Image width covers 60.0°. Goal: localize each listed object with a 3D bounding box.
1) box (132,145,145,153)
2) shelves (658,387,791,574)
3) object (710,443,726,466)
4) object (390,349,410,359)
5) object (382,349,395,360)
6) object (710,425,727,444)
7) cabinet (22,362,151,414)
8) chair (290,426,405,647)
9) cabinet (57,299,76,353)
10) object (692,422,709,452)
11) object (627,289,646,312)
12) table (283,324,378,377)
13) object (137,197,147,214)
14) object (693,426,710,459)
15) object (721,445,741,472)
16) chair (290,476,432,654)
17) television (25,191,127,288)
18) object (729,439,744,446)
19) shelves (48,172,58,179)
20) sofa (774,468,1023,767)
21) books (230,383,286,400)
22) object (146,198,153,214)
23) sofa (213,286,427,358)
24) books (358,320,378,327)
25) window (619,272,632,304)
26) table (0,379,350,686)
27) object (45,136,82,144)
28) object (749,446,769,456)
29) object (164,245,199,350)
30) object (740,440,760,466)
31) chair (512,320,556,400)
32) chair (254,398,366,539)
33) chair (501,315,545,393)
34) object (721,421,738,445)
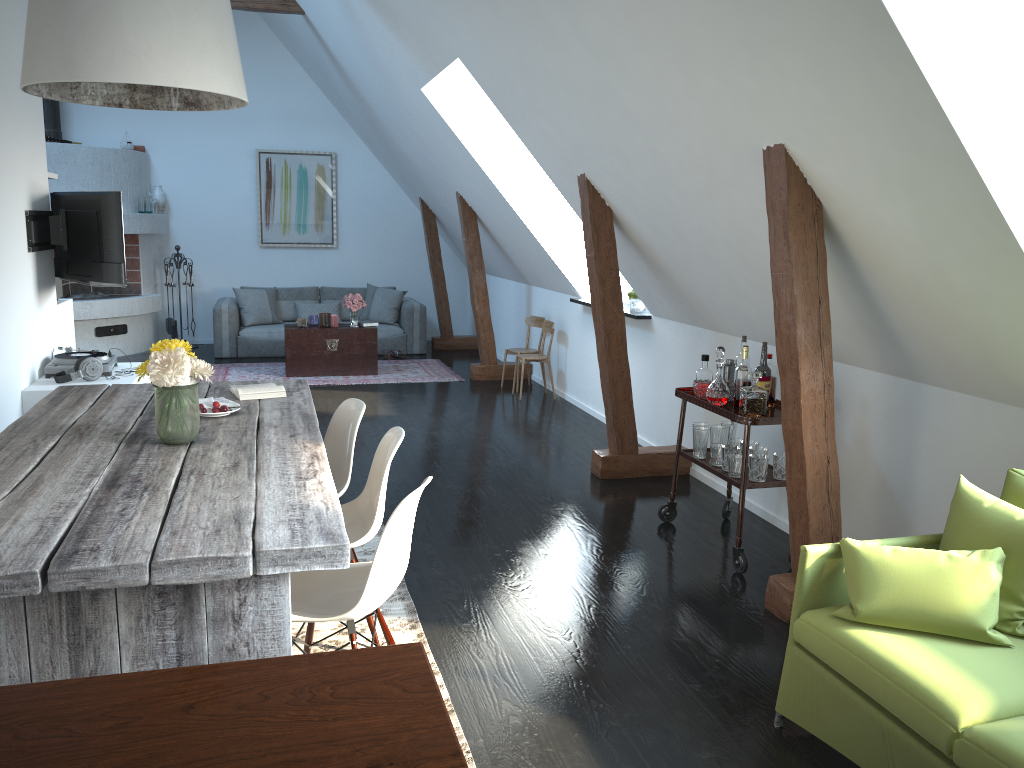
[{"bbox_3d":[-4.479,-2.783,10.508,0.229,0.078,0.127,-2,11,-15],"label":"box"},{"bbox_3d":[1.125,0.443,4.414,0.438,0.732,0.803,-2,11,-19],"label":"shelves"},{"bbox_3d":[1.028,0.354,4.413,0.092,0.099,0.092,-7,13,-37],"label":"object"},{"bbox_3d":[-1.297,-0.352,10.360,0.277,0.090,0.101,7,12,31],"label":"object"},{"bbox_3d":[-1.440,-0.341,10.287,0.101,0.090,0.277,-4,11,-27],"label":"object"},{"bbox_3d":[1.062,0.296,4.583,0.087,0.155,0.087,-8,14,-42],"label":"object"},{"bbox_3d":[-2.823,0.189,6.020,0.623,0.507,1.069,-2,11,-15],"label":"cabinet"},{"bbox_3d":[-0.672,0.571,3.306,0.542,0.801,0.465,-1,11,-14],"label":"chair"},{"bbox_3d":[-3.794,-0.152,6.635,0.869,0.921,0.638,-2,11,-15],"label":"cabinet"},{"bbox_3d":[0.984,0.284,4.641,0.087,0.155,0.087,-8,14,-42],"label":"object"},{"bbox_3d":[0.869,-0.762,6.468,0.309,0.461,0.131,2,10,3],"label":"object"},{"bbox_3d":[-1.876,-0.356,9.187,0.962,0.492,0.471,-2,11,-15],"label":"table"},{"bbox_3d":[-4.240,-2.047,10.168,0.092,0.180,0.092,3,10,12],"label":"object"},{"bbox_3d":[0.966,0.301,4.544,0.087,0.155,0.087,-8,14,-42],"label":"object"},{"bbox_3d":[1.063,0.362,4.311,0.095,0.119,0.095,9,13,36],"label":"object"},{"bbox_3d":[-0.524,0.673,2.757,0.542,0.801,0.465,3,10,10],"label":"chair"},{"bbox_3d":[-3.128,-0.981,6.004,1.005,0.652,0.537,10,13,39],"label":"television"},{"bbox_3d":[1.151,0.337,4.518,0.092,0.099,0.092,-7,13,-37],"label":"object"},{"bbox_3d":[-4.110,-1.487,6.202,1.604,0.038,0.478,-2,11,-15],"label":"shelves"},{"bbox_3d":[1.568,0.855,1.918,0.898,0.825,2.093,-2,11,-16],"label":"sofa"},{"bbox_3d":[-1.152,0.024,4.015,0.202,0.042,0.251,-4,11,-27],"label":"books"},{"bbox_3d":[-4.237,-2.075,10.327,0.092,0.180,0.092,2,10,7],"label":"object"},{"bbox_3d":[-2.327,-0.791,10.791,2.458,0.770,1.107,-2,11,-15],"label":"sofa"},{"bbox_3d":[-1.540,-0.637,9.323,0.179,0.034,0.243,-7,13,-37],"label":"books"},{"bbox_3d":[-1.306,-2.304,4.133,5.959,4.249,8.018,-2,11,-15],"label":"window"},{"bbox_3d":[-1.264,0.581,3.222,1.141,0.788,2.421,-2,11,-15],"label":"table"},{"bbox_3d":[-4.944,-2.585,9.322,0.783,0.094,0.311,-5,12,-29],"label":"object"},{"bbox_3d":[1.190,0.368,4.295,0.095,0.119,0.095,9,13,36],"label":"object"},{"bbox_3d":[-4.016,-1.050,10.724,0.376,1.245,0.376,-6,12,-35],"label":"object"},{"bbox_3d":[1.180,0.346,4.415,0.095,0.119,0.095,9,13,36],"label":"object"},{"bbox_3d":[0.206,-0.224,8.111,0.342,0.696,0.329,-1,11,-14],"label":"chair"},{"bbox_3d":[-0.896,0.482,3.775,0.542,0.801,0.465,-5,12,-29],"label":"chair"},{"bbox_3d":[0.119,-0.296,8.499,0.342,0.696,0.329,-5,12,-32],"label":"chair"},{"bbox_3d":[1.141,0.280,4.680,0.087,0.155,0.087,-8,14,-42],"label":"object"}]
